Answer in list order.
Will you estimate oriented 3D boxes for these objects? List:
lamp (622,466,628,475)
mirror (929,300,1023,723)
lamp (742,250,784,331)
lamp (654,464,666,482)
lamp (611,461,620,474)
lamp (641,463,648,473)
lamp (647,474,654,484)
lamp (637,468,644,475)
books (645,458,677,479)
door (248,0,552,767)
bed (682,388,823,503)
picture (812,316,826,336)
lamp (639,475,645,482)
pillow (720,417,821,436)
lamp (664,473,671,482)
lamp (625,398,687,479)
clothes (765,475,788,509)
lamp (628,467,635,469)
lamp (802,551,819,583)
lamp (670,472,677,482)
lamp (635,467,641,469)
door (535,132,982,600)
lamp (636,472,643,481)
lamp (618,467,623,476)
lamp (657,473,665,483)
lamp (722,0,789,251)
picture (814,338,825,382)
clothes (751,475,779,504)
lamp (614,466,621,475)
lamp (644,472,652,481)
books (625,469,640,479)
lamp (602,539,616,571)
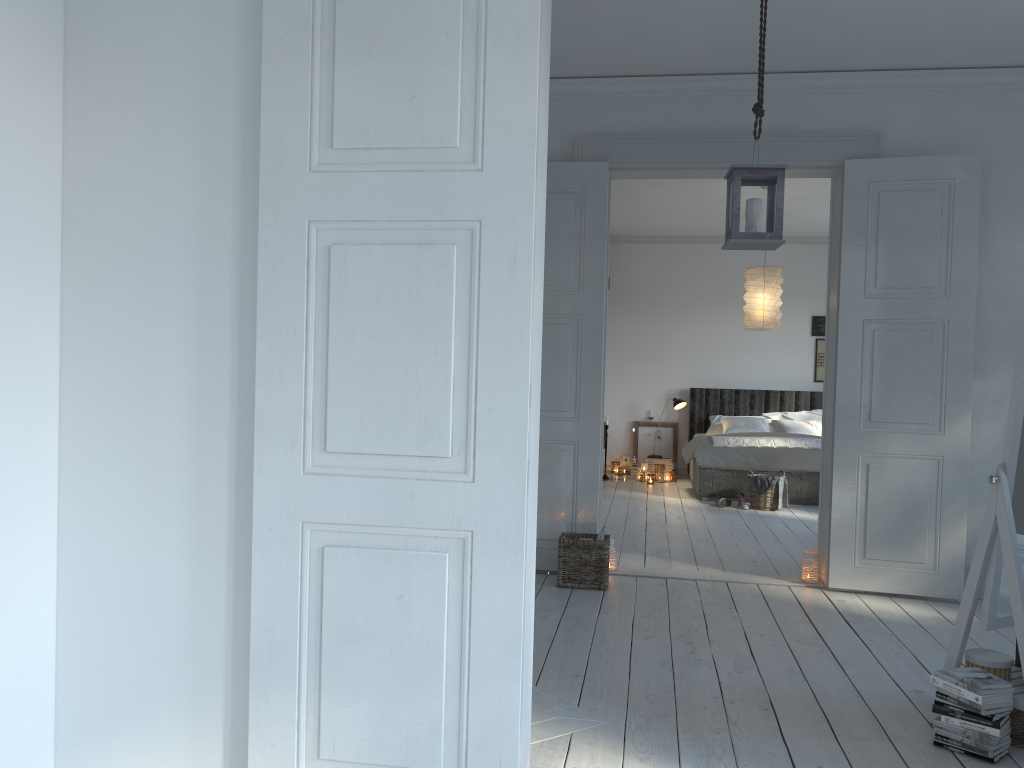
[{"bbox_3d":[1.333,1.022,10.456,0.081,0.098,0.080,1,1,-20],"label":"lamp"},{"bbox_3d":[1.764,0.405,2.903,0.610,1.489,0.416,1,2,-26],"label":"mirror"},{"bbox_3d":[2.176,-1.084,7.650,0.338,1.232,0.340,3,2,40],"label":"lamp"},{"bbox_3d":[1.650,0.991,9.898,0.121,0.188,0.117,1,2,-38],"label":"lamp"},{"bbox_3d":[1.237,0.997,10.588,0.108,0.141,0.107,1,1,-19],"label":"lamp"},{"bbox_3d":[1.470,0.933,9.856,0.081,0.098,0.080,1,1,-38],"label":"lamp"},{"bbox_3d":[1.503,1.030,9.614,0.081,0.106,0.081,1,1,-15],"label":"lamp"},{"bbox_3d":[1.490,1.027,10.294,0.081,0.098,0.080,1,1,-20],"label":"lamp"},{"bbox_3d":[1.715,0.967,10.222,0.346,0.232,0.245,2,1,17],"label":"books"},{"bbox_3d":[0.700,-0.119,2.121,2.598,2.506,0.577,2,2,9],"label":"door"},{"bbox_3d":[2.750,0.596,9.255,1.888,1.047,2.176,2,1,9],"label":"bed"},{"bbox_3d":[3.654,-0.666,10.233,0.365,0.232,0.020,2,2,9],"label":"picture"},{"bbox_3d":[1.435,1.041,9.761,0.070,0.078,0.067,1,1,-39],"label":"lamp"},{"bbox_3d":[2.850,0.484,9.671,1.146,0.226,0.415,2,1,2],"label":"pillow"},{"bbox_3d":[1.719,1.038,9.831,0.080,0.098,0.080,3,2,43],"label":"lamp"},{"bbox_3d":[1.628,0.614,10.220,0.825,0.936,0.450,2,2,27],"label":"lamp"},{"bbox_3d":[2.295,0.958,7.924,0.235,0.289,0.283,1,2,-42],"label":"clothes"},{"bbox_3d":[1.397,1.024,10.395,0.081,0.098,0.080,1,1,-20],"label":"lamp"},{"bbox_3d":[1.693,1.038,5.032,0.089,0.166,0.089,2,1,1],"label":"lamp"},{"bbox_3d":[1.797,1.036,9.887,0.080,0.107,0.080,1,1,-19],"label":"lamp"},{"bbox_3d":[1.481,1.026,10.426,0.081,0.098,0.080,1,1,-35],"label":"lamp"},{"bbox_3d":[1.167,-0.134,5.100,2.598,2.506,0.577,2,2,9],"label":"door"},{"bbox_3d":[1.421,1.030,9.867,0.080,0.098,0.080,3,2,43],"label":"lamp"},{"bbox_3d":[1.264,1.024,10.376,0.063,0.091,0.073,3,2,41],"label":"lamp"},{"bbox_3d":[1.644,1.037,9.786,0.080,0.098,0.080,3,2,43],"label":"lamp"},{"bbox_3d":[1.043,-1.463,3.727,0.228,1.763,0.228,2,2,6],"label":"lamp"},{"bbox_3d":[3.593,-0.273,10.252,0.165,0.504,0.020,2,2,9],"label":"picture"},{"bbox_3d":[2.260,0.943,7.892,0.246,0.270,0.297,2,1,10],"label":"clothes"},{"bbox_3d":[1.249,1.019,10.490,0.081,0.098,0.080,1,1,-20],"label":"lamp"},{"bbox_3d":[1.509,1.032,9.848,0.080,0.098,0.080,3,2,43],"label":"lamp"},{"bbox_3d":[1.385,1.028,10.146,0.175,0.096,0.262,2,1,4],"label":"books"},{"bbox_3d":[0.563,1.001,5.197,0.093,0.180,0.093,1,1,-8],"label":"lamp"}]
